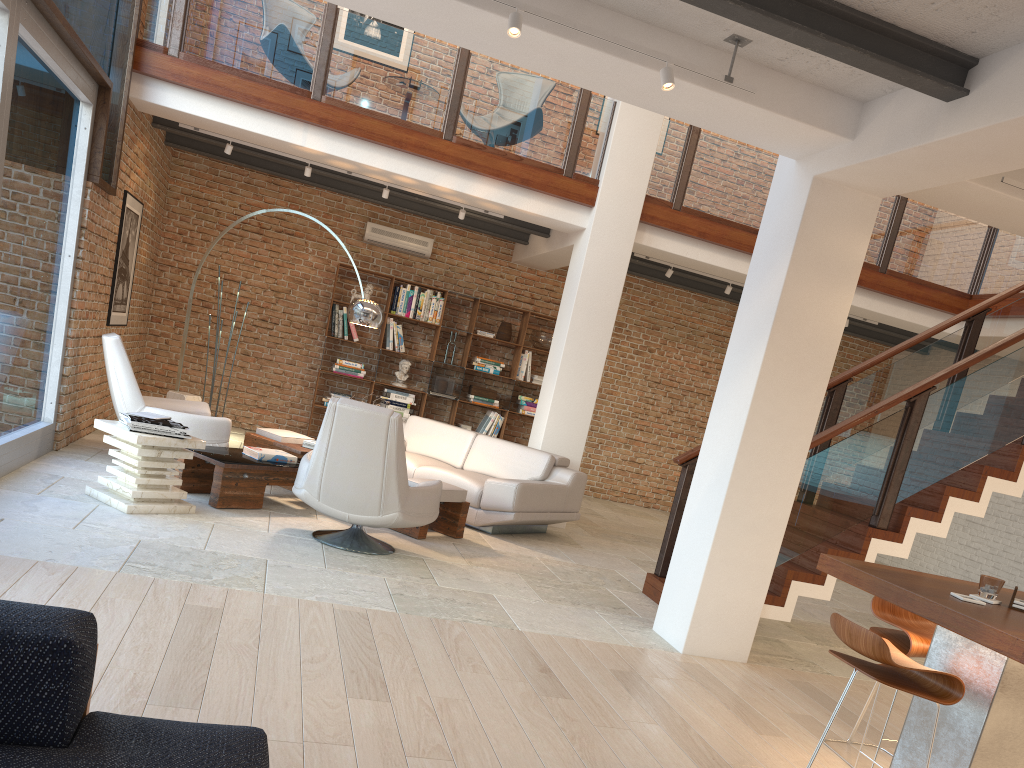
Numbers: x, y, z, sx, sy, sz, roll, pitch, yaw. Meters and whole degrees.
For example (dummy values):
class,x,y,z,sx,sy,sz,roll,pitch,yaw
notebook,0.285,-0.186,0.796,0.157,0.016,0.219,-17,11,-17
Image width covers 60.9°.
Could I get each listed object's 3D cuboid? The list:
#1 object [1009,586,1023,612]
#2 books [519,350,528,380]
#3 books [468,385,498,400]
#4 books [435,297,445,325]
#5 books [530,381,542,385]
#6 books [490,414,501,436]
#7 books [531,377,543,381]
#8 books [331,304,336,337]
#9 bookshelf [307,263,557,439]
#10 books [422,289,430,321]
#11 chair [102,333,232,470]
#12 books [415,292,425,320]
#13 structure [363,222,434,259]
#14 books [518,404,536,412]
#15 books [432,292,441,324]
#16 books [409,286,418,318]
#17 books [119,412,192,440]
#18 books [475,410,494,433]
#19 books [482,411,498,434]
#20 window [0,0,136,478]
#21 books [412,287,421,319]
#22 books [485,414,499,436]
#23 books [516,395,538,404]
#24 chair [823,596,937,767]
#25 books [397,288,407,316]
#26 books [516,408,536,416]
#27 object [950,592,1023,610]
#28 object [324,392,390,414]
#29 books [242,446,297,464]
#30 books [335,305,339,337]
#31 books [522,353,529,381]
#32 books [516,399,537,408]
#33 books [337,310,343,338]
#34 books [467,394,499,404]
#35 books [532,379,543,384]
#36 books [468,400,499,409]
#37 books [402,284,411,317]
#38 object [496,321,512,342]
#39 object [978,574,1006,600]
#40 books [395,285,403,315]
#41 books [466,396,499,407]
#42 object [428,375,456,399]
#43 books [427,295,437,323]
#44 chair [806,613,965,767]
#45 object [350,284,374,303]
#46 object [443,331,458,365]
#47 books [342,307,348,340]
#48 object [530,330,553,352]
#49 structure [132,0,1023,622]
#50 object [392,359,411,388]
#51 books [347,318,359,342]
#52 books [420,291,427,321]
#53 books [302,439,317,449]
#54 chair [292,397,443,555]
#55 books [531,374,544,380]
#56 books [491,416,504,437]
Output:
class,x,y,z,sx,sy,sz,roll,pitch,yaw
object,2.023,0.852,3.416,0.112,0.084,0.094,15,5,29
books,0.120,-0.244,11.152,0.037,0.392,0.236,10,8,-15
books,-0.372,0.108,11.118,0.339,0.121,0.207,13,3,-16
books,-0.912,-0.896,10.771,0.056,0.337,0.246,10,7,-15
books,0.331,-0.007,11.273,0.172,0.019,0.231,13,1,-7
books,-0.255,0.548,11.273,0.099,0.362,0.263,10,7,-15
books,0.345,-0.059,11.254,0.172,0.019,0.230,13,1,-12
books,-2.152,-0.765,10.484,0.092,0.393,0.236,10,8,-15
bookshelf,-0.864,-0.015,10.958,3.063,2.250,0.352,12,10,-16
books,-1.075,-0.962,10.712,0.037,0.392,0.236,10,8,-15
chair,-2.864,0.175,7.111,0.996,1.020,0.993,9,6,-31
books,-1.139,-0.947,10.671,0.056,0.337,0.246,10,7,-15
structure,-1.374,-1.737,10.555,0.820,0.224,0.194,13,6,-16
books,0.269,0.329,11.337,0.330,0.057,0.247,13,1,-21
books,-0.948,-0.932,10.736,0.037,0.392,0.236,10,8,-15
books,-1.213,-0.993,10.647,0.037,0.392,0.236,10,8,-15
books,-2.359,0.257,5.735,0.394,0.081,0.551,12,1,-31
books,-0.363,0.513,11.242,0.165,0.380,0.236,10,8,-15
books,-0.318,0.523,11.232,0.162,0.381,0.236,10,8,-15
window,-2.272,-2.440,2.724,0.653,6.524,11.997,10,3,-15
books,-1.180,-0.985,10.667,0.037,0.392,0.236,10,8,-15
books,-0.272,0.542,11.257,0.099,0.362,0.263,10,7,-15
books,0.232,0.205,11.309,0.328,0.057,0.249,13,1,-6
chair,1.786,1.393,4.009,0.408,0.792,0.408,10,9,-15
books,-1.353,-0.996,10.614,0.056,0.337,0.246,10,7,-15
books,0.232,0.378,11.340,0.329,0.057,0.248,13,1,-13
object,1.886,0.844,3.424,0.398,0.035,0.193,13,1,-12
object,-1.258,0.346,7.187,0.547,0.620,0.307,7,10,-44
books,-1.848,0.543,6.656,0.330,0.057,0.247,12,1,-45
books,-2.118,-0.758,10.502,0.092,0.393,0.236,10,8,-15
books,0.142,-0.225,11.172,0.021,0.367,0.263,10,8,-15
books,0.236,0.263,11.324,0.330,0.057,0.248,13,1,-16
books,-2.080,-0.723,10.539,0.103,0.341,0.246,10,7,-15
books,-0.377,0.187,11.127,0.383,0.037,0.237,13,1,-17
books,0.333,-0.034,11.252,0.133,0.034,0.201,13,1,-5
books,-0.370,0.256,11.166,0.359,0.021,0.264,13,1,-17
books,-1.303,-1.013,10.626,0.037,0.392,0.236,10,8,-15
object,-0.090,-0.656,10.948,0.188,0.238,0.194,17,8,32
object,1.890,0.807,3.450,0.091,0.086,0.089,13,5,-1
books,-1.390,-1.020,10.617,0.021,0.367,0.263,10,8,-15
books,-0.380,0.224,11.171,0.384,0.037,0.237,13,1,-20
object,-0.871,0.033,10.951,0.339,0.238,0.275,12,5,-16
books,-0.998,-0.915,10.722,0.056,0.337,0.246,10,7,-15
chair,1.341,1.295,3.331,0.426,0.792,0.390,10,9,-15
object,-1.799,-1.080,10.437,0.253,0.289,0.126,12,9,-8
object,-0.757,-0.449,10.842,0.122,0.408,0.060,10,10,-13
books,-2.015,-0.732,10.521,0.122,0.390,0.236,10,8,-15
object,0.440,-0.530,11.151,0.430,0.224,0.436,14,3,26
structure,2.242,-0.269,4.867,10.252,4.223,13.481,12,1,-15
object,-1.360,-0.138,10.818,0.196,0.358,0.189,13,8,0
books,-1.940,-0.683,10.575,0.197,0.325,0.246,11,7,-15
books,-1.103,-0.954,10.693,0.021,0.367,0.263,10,8,-15
books,-1.627,0.533,7.585,0.247,0.076,0.399,13,1,17
chair,-0.996,0.617,5.876,1.027,1.038,0.952,13,6,1
books,0.344,-0.086,11.242,0.134,0.034,0.199,12,1,-25
books,-0.212,0.567,11.273,0.117,0.341,0.246,10,7,-15
